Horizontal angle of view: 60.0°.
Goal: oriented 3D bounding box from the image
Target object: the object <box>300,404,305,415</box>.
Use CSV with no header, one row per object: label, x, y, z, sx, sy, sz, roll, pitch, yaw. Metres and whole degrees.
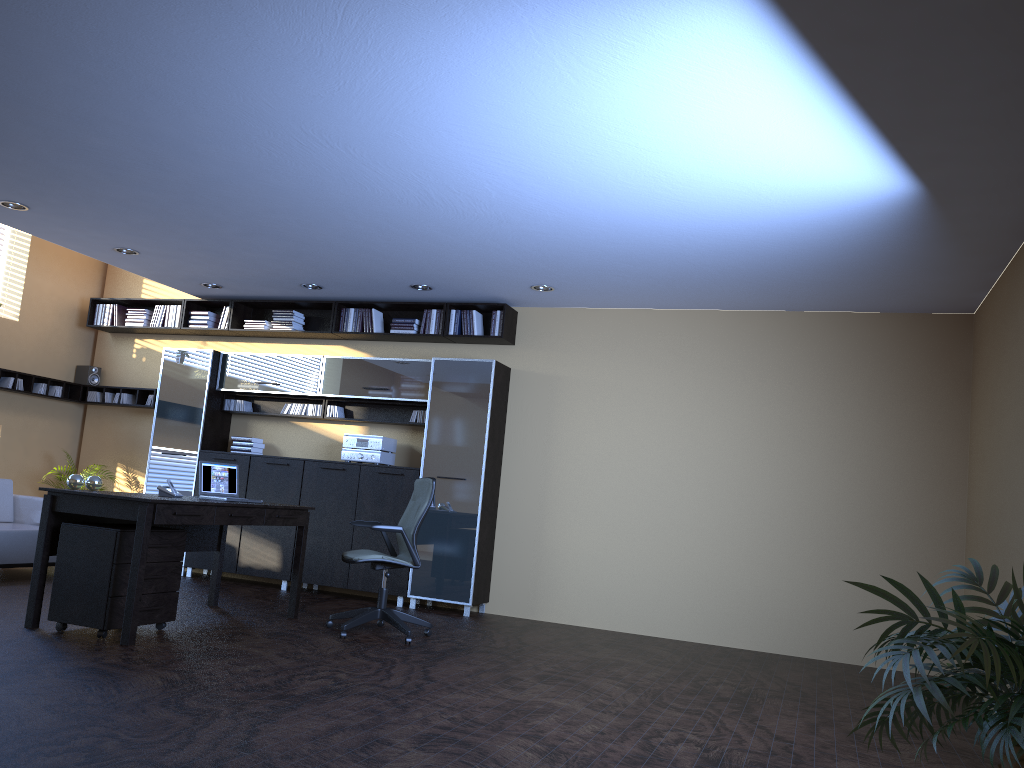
object,-2.179,0.279,9.383,0.040,0.118,0.142,3,-7,19

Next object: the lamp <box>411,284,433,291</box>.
lamp,-0.850,-0.960,8.411,0.209,0.096,0.209,4,-8,14

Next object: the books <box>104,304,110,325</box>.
books,-4.641,-0.777,10.312,0.050,0.257,0.208,3,-7,20

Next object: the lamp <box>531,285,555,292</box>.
lamp,0.284,-0.908,8.006,0.209,0.096,0.208,0,-9,37

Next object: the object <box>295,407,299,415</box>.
object,-2.236,0.276,9.402,0.040,0.118,0.142,3,-7,19

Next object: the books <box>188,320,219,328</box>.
books,-3.436,-0.669,9.869,0.258,0.050,0.208,3,-8,19

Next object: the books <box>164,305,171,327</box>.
books,-3.833,-0.740,10.025,0.050,0.257,0.208,3,-7,20

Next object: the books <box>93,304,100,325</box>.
books,-4.788,-0.784,10.364,0.050,0.257,0.208,3,-7,19

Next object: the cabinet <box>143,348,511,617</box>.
cabinet,-2.023,0.906,9.106,3.874,2.392,0.492,3,-7,20

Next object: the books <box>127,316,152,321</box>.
books,-4.238,-0.744,10.180,0.258,0.028,0.208,3,-8,20

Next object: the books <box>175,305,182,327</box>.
books,-3.688,-0.734,9.965,0.050,0.257,0.208,3,-7,20

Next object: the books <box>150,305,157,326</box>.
books,-4.013,-0.748,10.090,0.075,0.259,0.208,3,-7,19

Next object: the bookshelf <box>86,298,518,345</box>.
bookshelf,-2.424,-0.692,9.542,5.122,0.339,0.363,3,-7,20

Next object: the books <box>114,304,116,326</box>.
books,-4.532,-0.772,10.277,0.075,0.259,0.208,3,-7,19

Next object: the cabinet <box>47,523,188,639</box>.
cabinet,-2.582,1.285,5.862,0.500,0.678,0.636,3,-7,20

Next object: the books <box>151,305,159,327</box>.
books,-3.985,-0.748,10.073,0.075,0.259,0.208,3,-7,19

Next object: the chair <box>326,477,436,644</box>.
chair,-0.917,1.293,6.762,0.769,1.212,0.833,8,-7,-23

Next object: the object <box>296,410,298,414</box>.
object,-2.226,0.277,9.398,0.040,0.118,0.142,3,-7,20

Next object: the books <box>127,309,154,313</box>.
books,-4.250,-0.830,10.190,0.258,0.028,0.208,3,-8,19

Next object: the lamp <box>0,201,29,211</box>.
lamp,-3.907,-1.443,6.963,0.209,0.096,0.208,7,-8,-10

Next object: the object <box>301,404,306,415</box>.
object,-2.169,0.279,9.378,0.040,0.118,0.142,3,-7,19

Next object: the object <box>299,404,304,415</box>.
object,-2.189,0.278,9.382,0.040,0.118,0.142,3,-7,20

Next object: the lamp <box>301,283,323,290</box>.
lamp,-1.984,-1.012,8.816,0.209,0.096,0.209,4,-8,14

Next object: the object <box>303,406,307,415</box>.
object,-2.151,0.280,9.370,0.040,0.118,0.142,3,-7,20

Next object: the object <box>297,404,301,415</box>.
object,-2.219,0.276,9.390,0.040,0.118,0.142,3,-7,20

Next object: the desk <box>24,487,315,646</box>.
desk,-2.365,1.276,6.424,0.913,0.888,1.901,3,-8,20

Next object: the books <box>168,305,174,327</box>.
books,-3.784,-0.738,10.007,0.050,0.257,0.208,3,-7,19

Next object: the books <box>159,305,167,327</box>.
books,-3.890,-0.741,10.055,0.075,0.259,0.208,3,-7,19

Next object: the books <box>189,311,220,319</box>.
books,-3.433,-0.769,9.889,0.258,0.050,0.208,3,-8,19

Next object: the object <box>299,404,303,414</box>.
object,-2.197,0.279,9.392,0.040,0.118,0.142,3,-7,20

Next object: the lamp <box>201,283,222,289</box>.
lamp,-3.118,-1.064,9.221,0.209,0.096,0.208,0,-9,37

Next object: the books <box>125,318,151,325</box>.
books,-4.258,-0.706,10.170,0.258,0.050,0.208,3,-8,19

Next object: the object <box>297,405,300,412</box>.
object,-2.227,0.277,9.396,0.036,0.115,0.140,3,-7,20

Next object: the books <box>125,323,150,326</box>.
books,-4.255,-0.656,10.157,0.258,0.050,0.208,3,-8,20

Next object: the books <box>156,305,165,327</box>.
books,-3.925,-0.745,10.052,0.075,0.259,0.208,3,-7,19

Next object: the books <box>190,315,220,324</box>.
books,-3.416,-0.717,9.880,0.258,0.050,0.208,3,-8,20

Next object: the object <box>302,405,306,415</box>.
object,-2.161,0.279,9.371,0.036,0.115,0.140,3,-7,20

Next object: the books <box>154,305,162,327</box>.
books,-3.955,-0.747,10.061,0.075,0.259,0.208,3,-7,20

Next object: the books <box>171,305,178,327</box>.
books,-3.737,-0.737,9.983,0.050,0.257,0.208,3,-7,20

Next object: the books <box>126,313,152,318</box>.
books,-4.252,-0.776,10.168,0.258,0.028,0.208,3,-8,20

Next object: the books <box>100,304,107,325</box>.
books,-4.693,-0.781,10.322,0.050,0.257,0.208,3,-7,19

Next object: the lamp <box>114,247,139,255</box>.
lamp,-3.513,-1.254,8.092,0.209,0.096,0.208,5,-7,2

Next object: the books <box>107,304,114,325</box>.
books,-4.592,-0.775,10.295,0.050,0.257,0.208,3,-7,19

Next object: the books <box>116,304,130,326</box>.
books,-4.504,-0.771,10.261,0.075,0.259,0.208,3,-7,19

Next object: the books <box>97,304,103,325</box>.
books,-4.738,-0.782,10.350,0.050,0.257,0.208,3,-7,19

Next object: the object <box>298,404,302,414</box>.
object,-2.208,0.277,9.387,0.036,0.115,0.140,3,-7,20

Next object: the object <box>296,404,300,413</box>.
object,-2.237,0.276,9.397,0.036,0.115,0.140,3,-7,19

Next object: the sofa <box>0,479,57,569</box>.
sofa,-4.890,1.230,7.703,1.014,0.846,2.064,3,-8,20

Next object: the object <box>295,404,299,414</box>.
object,-2.245,0.276,9.407,0.040,0.118,0.142,3,-7,20

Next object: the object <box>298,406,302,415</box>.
object,-2.207,0.278,9.392,0.040,0.118,0.142,3,-7,20

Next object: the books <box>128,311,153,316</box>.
books,-4.232,-0.801,10.182,0.258,0.028,0.208,3,-8,19
